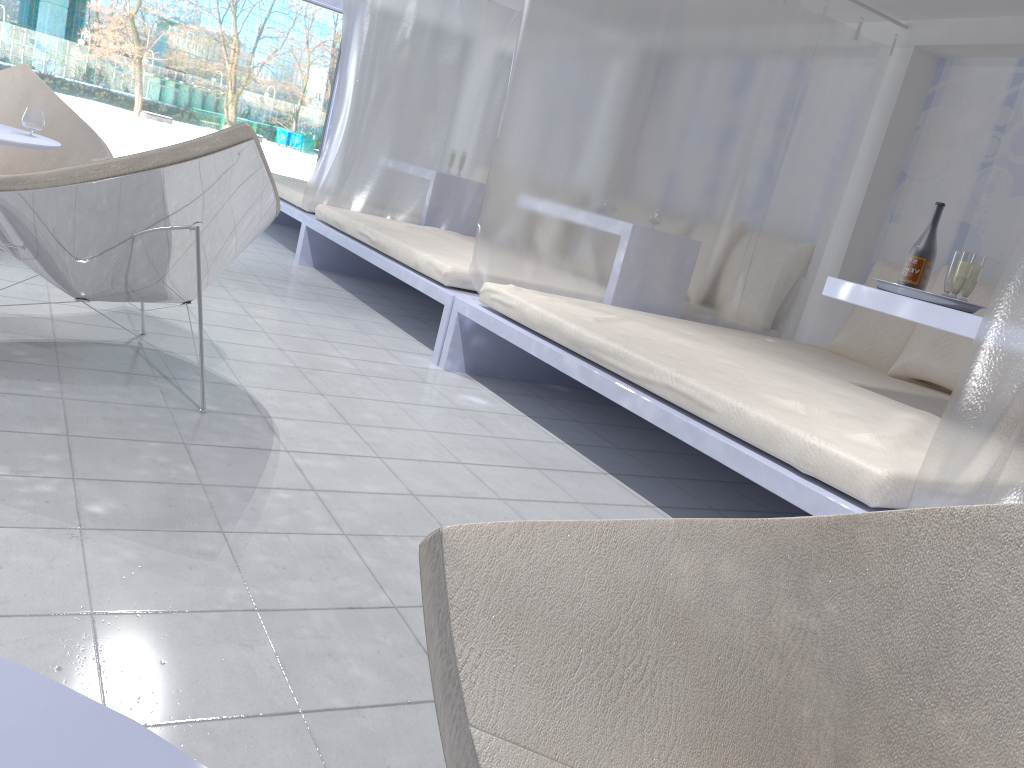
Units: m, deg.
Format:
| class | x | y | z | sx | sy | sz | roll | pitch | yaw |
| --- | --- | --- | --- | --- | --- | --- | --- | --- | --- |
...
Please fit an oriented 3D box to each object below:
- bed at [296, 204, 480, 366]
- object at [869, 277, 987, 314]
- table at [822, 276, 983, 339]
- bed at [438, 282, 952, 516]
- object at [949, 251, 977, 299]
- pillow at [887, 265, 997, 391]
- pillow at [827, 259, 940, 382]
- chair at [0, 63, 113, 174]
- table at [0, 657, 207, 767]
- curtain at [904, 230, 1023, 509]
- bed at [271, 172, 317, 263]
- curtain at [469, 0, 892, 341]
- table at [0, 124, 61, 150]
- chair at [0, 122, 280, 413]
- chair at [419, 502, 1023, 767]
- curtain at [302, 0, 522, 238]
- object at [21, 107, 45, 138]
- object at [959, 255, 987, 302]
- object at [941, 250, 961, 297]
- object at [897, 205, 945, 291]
| class | x | y | z | sx | sy | sz | roll | pitch | yaw |
| --- | --- | --- | --- | --- | --- | --- | --- | --- | --- |
| bed | 0.081 | -0.504 | 5.026 | 2.016 | 0.427 | 2.200 | 7 | 14 | -31 |
| object | 1.354 | -0.288 | 2.910 | 0.275 | 0.031 | 0.429 | 8 | 14 | -29 |
| table | 1.433 | 0.033 | 2.703 | 0.416 | 0.450 | 1.065 | 7 | 14 | -31 |
| bed | 1.120 | 0.173 | 3.201 | 2.022 | 0.422 | 2.200 | 7 | 14 | -31 |
| object | 1.404 | -0.328 | 2.781 | 0.059 | 0.174 | 0.059 | 20 | 13 | 25 |
| pillow | 1.941 | -0.191 | 3.699 | 0.537 | 0.527 | 0.233 | 24 | 15 | 37 |
| pillow | 1.756 | -0.297 | 4.075 | 0.230 | 0.521 | 0.524 | 8 | 14 | -29 |
| chair | -2.157 | -0.976 | 3.723 | 0.906 | 0.759 | 0.753 | 10 | 13 | -21 |
| table | -0.366 | 0.427 | 0.022 | 0.823 | 0.534 | 0.825 | 23 | 15 | 34 |
| curtain | 1.798 | -0.345 | 2.064 | 2.050 | 1.552 | 0.151 | 7 | 14 | -31 |
| bed | -0.933 | -1.173 | 6.872 | 2.022 | 0.422 | 2.200 | 7 | 14 | -31 |
| curtain | 0.804 | -0.992 | 3.917 | 1.998 | 1.559 | 0.125 | 7 | 14 | -32 |
| table | -1.923 | -0.594 | 2.808 | 0.825 | 0.534 | 0.823 | 4 | 16 | -40 |
| chair | -1.032 | -0.403 | 2.455 | 0.753 | 0.759 | 0.906 | 21 | 14 | 28 |
| chair | 0.404 | 0.375 | 0.628 | 0.753 | 0.759 | 0.906 | 8 | 14 | -27 |
| curtain | -0.257 | -1.692 | 5.736 | 2.050 | 1.552 | 0.151 | 7 | 14 | -31 |
| object | -1.594 | -0.870 | 2.951 | 0.068 | 0.091 | 0.068 | 5 | 15 | -38 |
| object | 1.456 | -0.323 | 2.820 | 0.059 | 0.174 | 0.059 | 20 | 13 | 25 |
| object | 1.426 | -0.342 | 2.874 | 0.059 | 0.174 | 0.059 | 20 | 13 | 25 |
| object | 1.370 | -0.450 | 2.943 | 0.092 | 0.302 | 0.092 | 20 | 13 | 25 |
